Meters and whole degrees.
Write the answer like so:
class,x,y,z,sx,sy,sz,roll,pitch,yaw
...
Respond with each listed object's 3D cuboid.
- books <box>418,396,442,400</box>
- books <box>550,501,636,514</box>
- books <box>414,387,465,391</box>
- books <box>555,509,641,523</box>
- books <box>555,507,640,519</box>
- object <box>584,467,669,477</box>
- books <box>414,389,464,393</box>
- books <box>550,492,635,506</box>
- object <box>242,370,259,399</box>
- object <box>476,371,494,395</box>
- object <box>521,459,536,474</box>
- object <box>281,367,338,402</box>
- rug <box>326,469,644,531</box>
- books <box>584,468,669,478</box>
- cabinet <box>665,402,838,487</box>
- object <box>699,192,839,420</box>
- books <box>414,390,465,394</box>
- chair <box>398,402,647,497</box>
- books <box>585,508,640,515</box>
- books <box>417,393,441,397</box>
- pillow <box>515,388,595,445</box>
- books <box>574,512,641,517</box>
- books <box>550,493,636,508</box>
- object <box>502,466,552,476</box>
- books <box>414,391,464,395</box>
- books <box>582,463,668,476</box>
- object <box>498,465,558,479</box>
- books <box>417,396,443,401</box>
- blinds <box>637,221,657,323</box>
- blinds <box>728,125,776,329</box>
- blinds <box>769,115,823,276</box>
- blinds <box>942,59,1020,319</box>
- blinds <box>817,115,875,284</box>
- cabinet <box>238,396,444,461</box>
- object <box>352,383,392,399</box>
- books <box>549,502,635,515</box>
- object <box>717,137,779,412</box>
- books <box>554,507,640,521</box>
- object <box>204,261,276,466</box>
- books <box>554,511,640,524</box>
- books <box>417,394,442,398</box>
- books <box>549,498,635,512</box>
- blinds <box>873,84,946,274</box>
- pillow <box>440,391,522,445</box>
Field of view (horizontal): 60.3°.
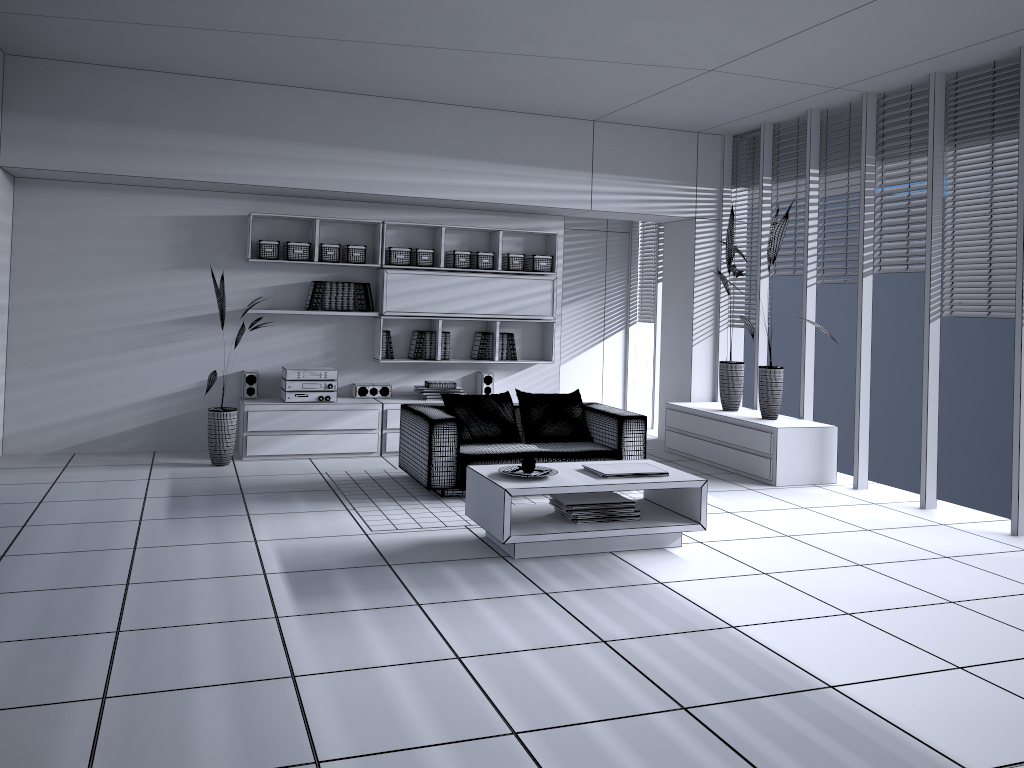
class,x,y,z,sx,sy,sz,roll,pitch,yaw
books,-0.623,0.122,8.024,0.415,0.008,0.286,0,5,-19
books,0.459,0.684,4.965,0.415,0.008,0.286,0,5,-19
books,-0.652,0.043,8.012,0.415,0.008,0.286,0,5,-19
books,0.489,0.734,4.975,0.415,0.008,0.286,0,5,-19
books,0.484,0.714,4.971,0.415,0.008,0.286,0,5,-19
object,0.643,0.492,5.042,0.415,0.008,0.286,0,5,-19
books,-0.672,0.061,8.015,0.415,0.008,0.286,0,5,-19
books,0.442,0.644,4.964,0.415,0.008,0.286,0,5,-19
object,-2.251,0.007,7.578,0.119,0.231,0.177,2,1,-20
object,-0.255,0.005,8.314,0.119,0.231,0.177,2,1,-20
object,0.087,0.454,4.847,0.084,0.069,0.096,0,4,-39
object,-1.731,0.001,7.534,0.430,0.269,0.348,1,3,-20
rug,-0.067,0.757,6.285,2.230,0.001,1.806,0,5,-20
books,0.657,0.501,5.037,0.415,0.008,0.286,0,5,-19
cabinet,1.995,0.481,7.627,0.596,0.449,1.682,1,5,-20
object,1.992,-0.646,7.294,0.691,1.864,1.555,2,1,-26
books,-0.653,0.072,8.014,0.415,0.008,0.286,0,5,-19
chair,0.074,0.460,6.530,1.647,0.552,0.964,0,4,-20
books,0.472,0.694,4.974,0.415,0.008,0.286,0,5,-19
books,-0.628,0.102,8.020,0.415,0.008,0.286,0,5,-19
pillow,0.318,0.239,6.746,0.565,0.398,0.301,1,1,-23
books,0.491,0.705,4.973,0.415,0.008,0.286,0,5,-19
books,0.461,0.655,4.963,0.415,0.008,0.286,0,5,-19
object,0.085,0.483,4.849,0.217,0.012,0.215,4,6,26
books,-0.660,0.080,8.011,0.415,0.008,0.286,0,5,-19
books,0.647,0.486,5.033,0.415,0.008,0.286,0,5,-19
object,0.088,0.490,4.849,0.329,0.024,0.330,3,5,9
books,-0.630,0.131,8.022,0.415,0.008,0.286,0,5,-19
blinds,1.637,-1.652,10.153,0.039,1.904,0.637,2,-1,-20
blinds,2.265,-1.468,8.355,0.057,1.883,0.637,2,-1,-20
blinds,2.496,-1.634,7.758,0.051,1.366,0.637,2,0,-20
blinds,3.184,-1.283,5.875,0.047,1.691,0.715,2,0,-20
blinds,2.715,-1.491,7.152,0.057,1.357,0.637,2,0,-20
cabinet,-1.199,0.366,7.753,2.267,0.450,0.576,0,3,-20
object,-1.262,0.061,7.942,0.328,0.119,0.177,0,4,-20
books,0.453,0.692,4.962,0.415,0.008,0.286,0,5,-19
object,2.135,-1.258,7.911,0.495,2.988,1.426,2,0,8
books,0.470,0.723,4.976,0.415,0.008,0.286,0,5,-19
object,-2.229,-0.176,7.007,0.251,1.585,1.175,2,1,12
books,0.483,0.743,4.973,0.415,0.008,0.286,0,5,-19
books,-0.642,0.111,8.025,0.415,0.008,0.286,0,5,-19
books,0.440,0.673,4.965,0.415,0.008,0.286,0,5,-19
blinds,2.943,-1.512,6.549,0.039,1.377,0.637,2,0,-20
pillow,-0.227,0.262,6.545,0.566,0.389,0.341,1,2,-23
